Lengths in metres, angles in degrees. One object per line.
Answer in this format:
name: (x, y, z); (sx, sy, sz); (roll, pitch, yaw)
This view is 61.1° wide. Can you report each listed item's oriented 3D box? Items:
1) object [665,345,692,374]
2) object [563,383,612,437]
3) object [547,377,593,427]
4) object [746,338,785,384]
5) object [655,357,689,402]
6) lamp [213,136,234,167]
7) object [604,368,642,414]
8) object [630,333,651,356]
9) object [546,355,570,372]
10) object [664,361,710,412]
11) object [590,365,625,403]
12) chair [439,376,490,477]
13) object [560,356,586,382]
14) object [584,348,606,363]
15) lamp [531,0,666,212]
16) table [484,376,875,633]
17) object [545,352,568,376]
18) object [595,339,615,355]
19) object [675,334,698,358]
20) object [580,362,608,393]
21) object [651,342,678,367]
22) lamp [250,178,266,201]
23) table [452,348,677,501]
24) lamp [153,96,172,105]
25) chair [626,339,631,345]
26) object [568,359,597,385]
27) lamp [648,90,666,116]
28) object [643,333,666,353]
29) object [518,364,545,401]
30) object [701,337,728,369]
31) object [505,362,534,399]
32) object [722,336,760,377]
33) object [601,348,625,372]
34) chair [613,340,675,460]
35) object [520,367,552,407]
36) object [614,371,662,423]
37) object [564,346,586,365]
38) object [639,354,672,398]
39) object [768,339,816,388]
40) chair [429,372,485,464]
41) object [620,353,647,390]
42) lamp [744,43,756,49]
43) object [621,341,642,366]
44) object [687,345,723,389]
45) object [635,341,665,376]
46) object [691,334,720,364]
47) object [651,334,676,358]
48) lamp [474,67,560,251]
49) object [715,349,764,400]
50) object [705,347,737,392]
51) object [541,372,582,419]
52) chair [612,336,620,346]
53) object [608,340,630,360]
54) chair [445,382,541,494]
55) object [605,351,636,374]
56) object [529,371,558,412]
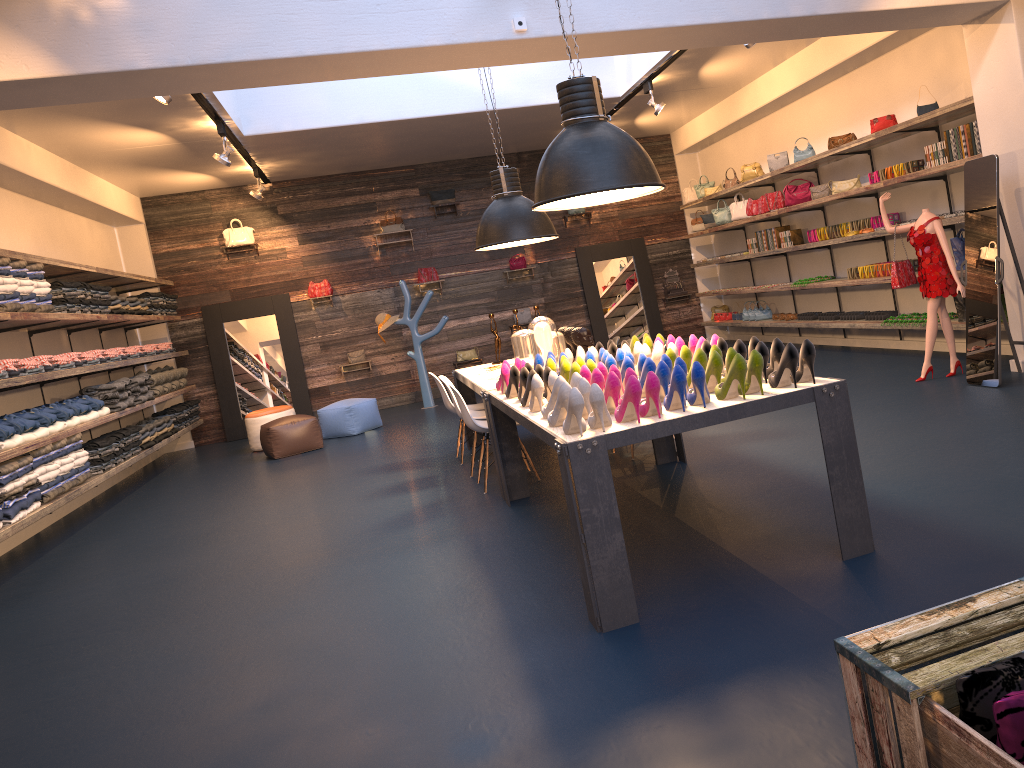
object: (0.829, -0.098, 4.429); (0.210, 0.195, 0.233); (-11, 5, -12)
object: (0.291, 0.092, 3.446); (0.207, 0.195, 0.236); (-11, 5, -6)
object: (0.249, 0.072, 3.718); (0.215, 0.195, 0.228); (-12, 5, -20)
object: (1.157, -0.111, 3.992); (0.210, 0.195, 0.233); (-11, 5, -12)
object: (0.696, -0.021, 3.889); (0.210, 0.195, 0.233); (-11, 5, -12)
lamp: (-2.904, -2.327, 8.734); (0.223, 0.327, 0.195); (-8, 5, 31)
object: (0.467, 0.027, 3.795); (0.210, 0.195, 0.233); (-11, 5, -12)
object: (0.849, -0.239, 5.812); (0.210, 0.195, 0.233); (-11, 5, -12)
object: (0.267, -0.071, 5.124); (0.209, 0.195, 0.235); (-11, 5, -9)
object: (0.723, 0.002, 3.608); (0.206, 0.195, 0.238); (-10, 5, -4)
object: (0.433, 0.007, 4.053); (0.208, 0.195, 0.236); (-11, 5, -7)
chair: (-0.233, 0.281, 6.917); (0.557, 0.799, 0.457); (-11, 4, -5)
object: (0.333, -0.055, 4.851); (0.210, 0.195, 0.233); (-11, 5, -12)
object: (0.494, -0.117, 5.191); (0.210, 0.195, 0.233); (-11, 5, -12)
lamp: (0.291, -1.752, 4.398); (0.746, 1.643, 0.656); (-12, 4, -21)
table: (0.681, 0.379, 4.666); (1.287, 0.739, 2.441); (-11, 6, -10)
object: (0.262, -0.095, 5.374); (0.214, 0.195, 0.228); (-12, 5, -20)
object: (0.610, -0.195, 5.775); (0.210, 0.195, 0.233); (-11, 5, -12)
object: (1.007, -0.191, 5.053); (0.206, 0.195, 0.237); (-10, 5, -5)
object: (0.404, -0.013, 4.307); (0.206, 0.195, 0.238); (-10, 5, -4)
object: (0.817, -0.126, 4.726); (0.210, 0.195, 0.233); (-11, 5, -12)
lamp: (-3.295, -2.511, 11.251); (0.223, 0.327, 0.195); (-8, 5, 31)
table: (0.305, 0.201, 7.094); (1.287, 0.739, 2.441); (-11, 6, -10)
lamp: (-2.517, -2.144, 6.236); (0.167, 0.327, 0.260); (-8, 5, 34)
chair: (0.819, 0.070, 7.228); (0.570, 0.799, 0.445); (-11, 4, -14)
object: (0.367, -0.033, 4.572); (0.210, 0.195, 0.233); (-11, 5, -12)
lamp: (1.666, -3.242, 10.051); (0.223, 0.327, 0.195); (-8, 5, 31)
object: (0.892, -0.221, 5.556); (0.210, 0.195, 0.233); (-11, 5, -12)
object: (0.118, -0.013, 4.803); (0.206, 0.195, 0.238); (-10, 5, -4)
object: (1.043, -0.144, 4.524); (0.205, 0.195, 0.238); (-10, 5, -3)
object: (0.052, -0.026, 5.043); (0.210, 0.195, 0.233); (-11, 5, -12)
object: (1.131, -0.133, 4.264); (0.210, 0.195, 0.233); (-11, 5, -12)
object: (0.565, -0.103, 4.935); (0.210, 0.195, 0.233); (-11, 5, -12)
chair: (0.982, 0.104, 6.603); (0.578, 0.799, 0.439); (-12, 4, -19)
object: (0.139, 0.010, 4.537); (0.213, 0.195, 0.230); (-11, 5, -16)
object: (0.512, 0.047, 3.523); (0.212, 0.195, 0.231); (-11, 5, -14)
object: (0.409, -0.152, 5.693); (0.207, 0.195, 0.237); (-10, 5, -5)
object: (0.675, -0.043, 4.141); (0.212, 0.195, 0.231); (-11, 5, -14)
object: (1.202, -0.092, 3.725); (0.210, 0.195, 0.233); (-11, 5, -12)
chair: (-0.374, 0.242, 7.548); (0.570, 0.799, 0.445); (-11, 4, -14)
object: (0.609, -0.056, 4.382); (0.210, 0.195, 0.233); (-11, 5, -12)
lamp: (2.060, -3.057, 7.515); (0.167, 0.327, 0.260); (-8, 5, 34)
object: (0.704, -0.156, 5.230); (0.213, 0.195, 0.230); (-11, 5, -16)
object: (0.914, -0.087, 4.172); (0.213, 0.195, 0.230); (-11, 5, -16)
object: (0.791, -0.148, 4.997); (0.210, 0.195, 0.233); (-11, 5, -12)
object: (1.060, -0.173, 4.786); (0.212, 0.195, 0.230); (-11, 5, -15)
object: (0.919, -0.201, 5.310); (0.210, 0.195, 0.233); (-11, 5, -12)
lamp: (-0.112, -1.941, 6.984); (0.658, 1.643, 0.744); (-9, 4, 24)
object: (0.957, -0.043, 3.657); (0.214, 0.195, 0.228); (-12, 5, -19)
object: (0.934, -0.065, 3.921); (0.210, 0.195, 0.233); (-11, 5, -12)
object: (0.235, 0.048, 3.990); (0.217, 0.195, 0.225); (-12, 5, -25)
chair: (0.783, 0.011, 7.879); (0.567, 0.799, 0.449); (-11, 4, -12)
object: (0.662, -0.176, 5.500); (0.212, 0.195, 0.231); (-11, 5, -14)
chair: (-0.136, 0.328, 6.281); (0.570, 0.799, 0.445); (-11, 4, -14)
object: (0.574, -0.079, 4.678); (0.217, 0.195, 0.233); (-11, 5, -12)
object: (0.171, 0.030, 4.275); (0.205, 0.195, 0.239); (-10, 5, -3)
